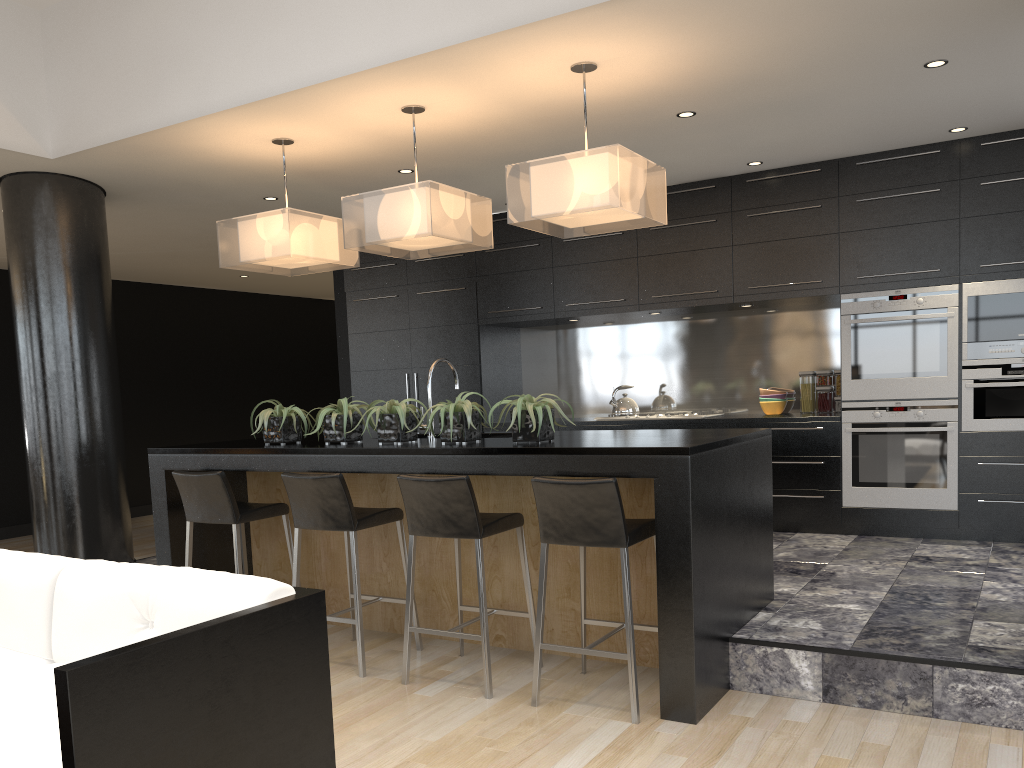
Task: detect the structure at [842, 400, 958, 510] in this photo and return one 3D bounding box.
[{"bbox_3d":[2.545,0.467,5.812,0.701,0.711,0.085,-1,5,31],"label":"structure"}]

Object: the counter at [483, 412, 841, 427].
[{"bbox_3d":[1.174,0.284,7.005,2.862,0.034,0.727,-3,0,31],"label":"counter"}]

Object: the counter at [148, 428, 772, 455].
[{"bbox_3d":[-0.375,0.300,4.587,3.116,0.032,1.174,-3,0,31],"label":"counter"}]

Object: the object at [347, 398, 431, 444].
[{"bbox_3d":[-0.556,0.182,4.326,0.396,0.218,0.406,-3,1,-34],"label":"object"}]

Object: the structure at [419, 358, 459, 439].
[{"bbox_3d":[-0.223,0.368,4.846,2.778,1.025,0.651,-2,3,30],"label":"structure"}]

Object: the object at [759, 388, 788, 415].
[{"bbox_3d":[1.996,0.132,6.737,0.205,0.207,0.184,-1,3,32],"label":"object"}]

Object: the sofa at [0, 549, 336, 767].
[{"bbox_3d":[-1.621,0.999,2.788,2.033,0.808,0.833,-2,2,31],"label":"sofa"}]

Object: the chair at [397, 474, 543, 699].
[{"bbox_3d":[-0.207,0.867,4.020,0.476,0.970,0.515,0,5,31],"label":"chair"}]

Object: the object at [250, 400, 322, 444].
[{"bbox_3d":[-1.256,0.203,4.799,0.396,0.240,0.406,-3,1,-34],"label":"object"}]

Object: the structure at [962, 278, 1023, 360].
[{"bbox_3d":[3.117,-0.402,5.365,0.676,0.477,0.026,-1,5,31],"label":"structure"}]

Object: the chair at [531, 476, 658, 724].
[{"bbox_3d":[0.373,0.841,3.676,0.476,0.970,0.515,0,5,31],"label":"chair"}]

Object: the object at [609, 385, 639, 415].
[{"bbox_3d":[0.901,0.124,7.034,0.221,0.231,0.220,-1,3,23],"label":"object"}]

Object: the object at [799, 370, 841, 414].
[{"bbox_3d":[2.329,0.058,6.560,0.365,0.318,0.113,-1,5,31],"label":"object"}]

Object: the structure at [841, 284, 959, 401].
[{"bbox_3d":[2.515,-0.256,5.747,0.701,0.711,0.085,-1,5,31],"label":"structure"}]

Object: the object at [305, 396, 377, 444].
[{"bbox_3d":[-0.917,0.187,4.568,0.405,0.240,0.397,-3,1,-34],"label":"object"}]

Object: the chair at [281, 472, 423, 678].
[{"bbox_3d":[-0.808,0.894,4.378,0.476,0.970,0.515,0,5,31],"label":"chair"}]

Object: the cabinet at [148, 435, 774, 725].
[{"bbox_3d":[-0.353,0.837,4.636,3.116,1.044,1.173,-2,2,31],"label":"cabinet"}]

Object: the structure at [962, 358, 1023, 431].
[{"bbox_3d":[3.137,0.063,5.408,0.678,0.448,0.070,-2,5,31],"label":"structure"}]

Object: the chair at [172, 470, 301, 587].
[{"bbox_3d":[-1.484,0.925,4.780,0.476,0.970,0.515,0,5,31],"label":"chair"}]

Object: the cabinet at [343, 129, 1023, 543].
[{"bbox_3d":[1.143,-0.172,6.942,5.730,2.542,0.723,-2,4,31],"label":"cabinet"}]

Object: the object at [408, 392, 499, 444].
[{"bbox_3d":[-0.231,0.156,4.134,0.396,0.240,0.406,-3,1,-34],"label":"object"}]

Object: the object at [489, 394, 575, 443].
[{"bbox_3d":[0.131,0.151,3.986,0.405,0.218,0.397,-3,1,-34],"label":"object"}]

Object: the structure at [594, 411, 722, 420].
[{"bbox_3d":[1.162,0.261,6.987,0.901,0.067,0.518,-3,0,31],"label":"structure"}]
